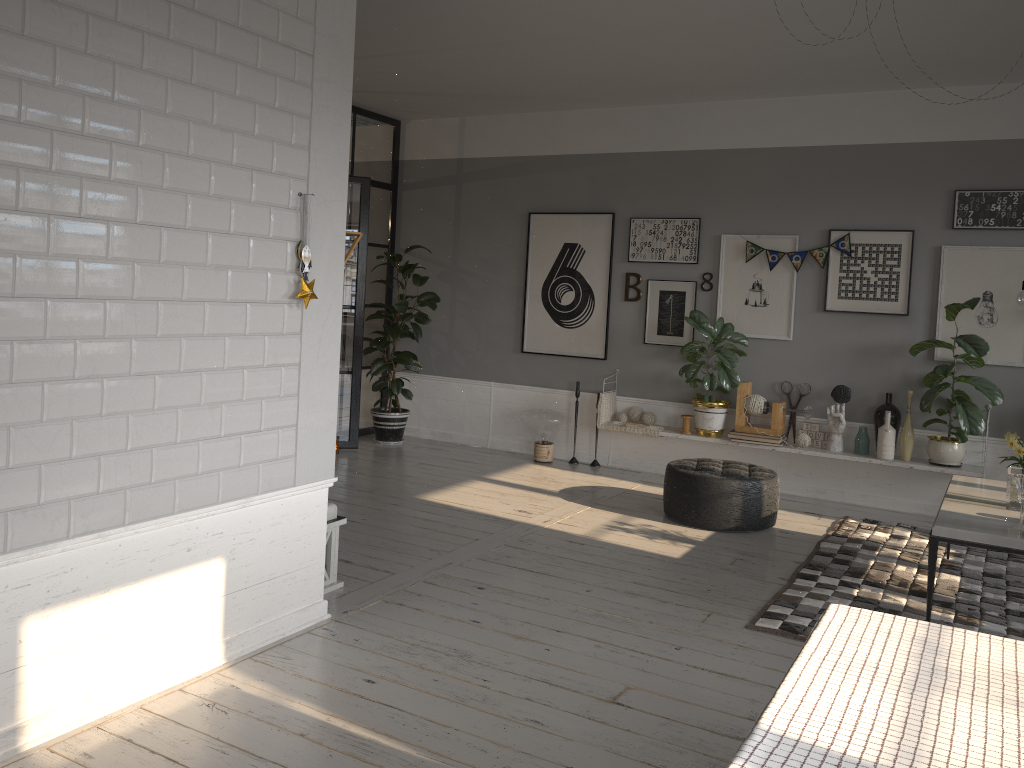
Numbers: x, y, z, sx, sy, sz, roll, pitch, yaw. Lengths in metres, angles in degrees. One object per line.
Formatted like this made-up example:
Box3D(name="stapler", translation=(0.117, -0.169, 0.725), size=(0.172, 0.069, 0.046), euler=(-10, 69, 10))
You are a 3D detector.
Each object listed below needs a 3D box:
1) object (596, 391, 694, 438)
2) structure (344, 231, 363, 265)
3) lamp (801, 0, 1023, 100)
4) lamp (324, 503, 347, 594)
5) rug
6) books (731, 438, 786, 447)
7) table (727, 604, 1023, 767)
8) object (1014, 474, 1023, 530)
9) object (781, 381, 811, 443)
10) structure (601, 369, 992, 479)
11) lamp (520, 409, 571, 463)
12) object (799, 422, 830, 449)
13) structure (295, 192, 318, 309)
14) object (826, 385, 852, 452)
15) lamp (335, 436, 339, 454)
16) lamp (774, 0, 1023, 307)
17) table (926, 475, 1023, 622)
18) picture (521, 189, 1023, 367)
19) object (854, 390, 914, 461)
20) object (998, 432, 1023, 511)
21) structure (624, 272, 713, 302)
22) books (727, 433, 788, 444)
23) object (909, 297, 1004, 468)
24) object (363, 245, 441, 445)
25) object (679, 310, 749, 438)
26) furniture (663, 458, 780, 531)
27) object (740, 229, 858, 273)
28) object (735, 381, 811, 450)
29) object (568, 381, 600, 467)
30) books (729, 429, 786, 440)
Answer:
Box3D(name="object", translation=(1.091, 0.253, 7.078), size=(0.787, 0.306, 0.329), euler=(6, 5, 30))
Box3D(name="structure", translation=(-0.893, -0.833, 3.858), size=(0.496, 0.773, 0.185), euler=(5, 3, 29))
Box3D(name="lamp", translation=(1.950, -1.156, 4.138), size=(1.395, 1.532, 0.074), euler=(3, 2, -1))
Box3D(name="lamp", translation=(-0.962, 0.698, 4.039), size=(0.287, 0.476, 0.287), euler=(5, 3, 28))
Box3D(name="rug", translation=(2.404, 1.057, 4.515), size=(1.774, 0.034, 2.531), euler=(6, 7, 29))
Box3D(name="books", translation=(1.855, 0.422, 6.642), size=(0.369, 0.021, 0.297), euler=(6, 6, 24))
Box3D(name="table", translation=(1.265, 0.964, 1.075), size=(2.030, 0.782, 0.933), euler=(6, 5, 29))
Box3D(name="object", translation=(2.228, 0.513, 3.775), size=(0.168, 0.226, 0.082), euler=(6, 4, 41))
Box3D(name="object", translation=(2.124, 0.216, 6.658), size=(0.222, 0.462, 0.019), euler=(5, 2, 29))
Box3D(name="structure", translation=(1.988, 0.256, 6.601), size=(2.782, 0.485, 0.308), euler=(6, 4, 29))
Box3D(name="lamp", translation=(0.273, 0.437, 7.450), size=(0.432, 0.436, 0.434), euler=(0, 5, -39))
Box3D(name="object", translation=(2.255, 0.378, 6.543), size=(0.265, 0.173, 0.078), euler=(6, 4, 35))
Box3D(name="structure", translation=(-0.794, -0.511, 3.398), size=(0.078, 0.446, 0.134), euler=(4, 2, 17))
Box3D(name="object", translation=(2.353, 0.246, 6.379), size=(0.155, 0.482, 0.136), euler=(4, 3, 29))
Box3D(name="lamp", translation=(-1.486, 0.505, 7.333), size=(0.107, 0.140, 0.108), euler=(3, 3, -7))
Box3D(name="lamp", translation=(1.871, -1.172, 4.252), size=(1.395, 1.532, 0.074), euler=(3, 2, -1))
Box3D(name="table", translation=(2.442, 0.847, 4.233), size=(0.734, 0.509, 1.458), euler=(6, 6, 29))
Box3D(name="picture", translation=(-0.665, -0.867, 5.943), size=(7.311, 1.789, 4.046), euler=(6, 6, 29))
Box3D(name="object", translation=(2.619, 0.273, 6.212), size=(0.285, 0.487, 0.333), euler=(3, 3, -10))
Box3D(name="object", translation=(2.484, 0.420, 4.201), size=(0.326, 0.350, 0.352), euler=(5, 4, 31))
Box3D(name="structure", translation=(1.266, -0.784, 7.174), size=(0.741, 0.262, 0.024), euler=(6, 3, 29))
Box3D(name="books", translation=(1.844, 0.397, 6.643), size=(0.385, 0.029, 0.260), euler=(6, 7, 30))
Box3D(name="object", translation=(2.987, -0.013, 5.964), size=(0.415, 1.147, 0.569), euler=(2, 3, -21))
Box3D(name="object", translation=(-1.750, -0.256, 6.558), size=(1.013, 1.788, 3.903), euler=(5, 5, 29))
Box3D(name="object", translation=(1.529, -0.078, 6.755), size=(0.511, 0.961, 0.547), euler=(4, 3, 15))
Box3D(name="furniture", translation=(1.362, 0.707, 5.776), size=(0.736, 0.355, 0.737), euler=(5, 5, 16))
Box3D(name="object", translation=(2.117, -1.003, 6.661), size=(0.916, 0.338, 0.057), euler=(6, 3, 29))
Box3D(name="object", translation=(1.959, 0.228, 6.583), size=(0.547, 0.439, 0.239), euler=(5, 4, 29))
Box3D(name="object", translation=(0.626, 0.327, 7.413), size=(0.280, 0.699, 0.092), euler=(4, 2, 22))
Box3D(name="books", translation=(1.847, 0.374, 6.653), size=(0.380, 0.017, 0.229), euler=(6, 6, 26))
